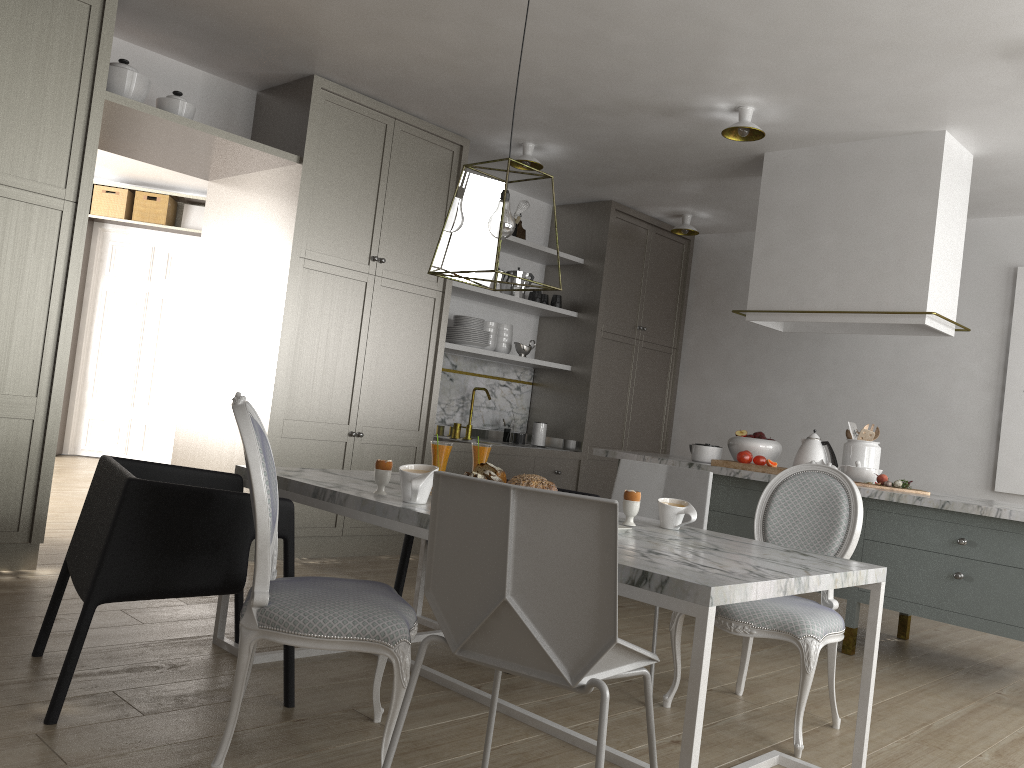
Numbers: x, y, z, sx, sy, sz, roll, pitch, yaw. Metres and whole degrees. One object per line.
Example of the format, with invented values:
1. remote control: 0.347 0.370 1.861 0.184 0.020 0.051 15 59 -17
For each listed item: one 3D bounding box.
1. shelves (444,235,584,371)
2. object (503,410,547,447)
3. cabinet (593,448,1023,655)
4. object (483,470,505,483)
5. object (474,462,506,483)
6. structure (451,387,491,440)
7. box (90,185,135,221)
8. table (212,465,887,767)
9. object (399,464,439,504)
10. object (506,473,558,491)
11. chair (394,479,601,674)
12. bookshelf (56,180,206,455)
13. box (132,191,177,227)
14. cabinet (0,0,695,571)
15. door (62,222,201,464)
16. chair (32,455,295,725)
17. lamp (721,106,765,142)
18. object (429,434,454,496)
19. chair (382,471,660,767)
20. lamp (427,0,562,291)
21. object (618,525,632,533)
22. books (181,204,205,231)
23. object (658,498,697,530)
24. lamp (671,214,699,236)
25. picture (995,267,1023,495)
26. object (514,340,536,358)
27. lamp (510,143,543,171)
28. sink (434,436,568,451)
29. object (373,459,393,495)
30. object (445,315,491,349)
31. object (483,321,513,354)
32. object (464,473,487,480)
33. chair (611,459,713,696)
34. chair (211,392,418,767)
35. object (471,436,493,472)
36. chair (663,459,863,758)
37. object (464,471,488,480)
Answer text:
1. shelves: -0.133 -0.559 5.762 0.352 0.775 1.339 5 -2 44
2. object: 0.085 0.294 5.997 0.307 0.229 0.144 7 -2 -3
3. cabinet: 1.539 0.825 4.250 2.360 0.721 0.870 5 -2 44
4. object: -0.054 0.300 2.726 0.079 0.067 0.074 6 -2 16
5. object: -0.069 0.292 2.816 0.086 0.087 0.090 6 -2 21
6. structure: -0.267 0.188 5.734 0.167 0.347 0.195 8 -2 -38
7. box: -3.510 -1.578 7.834 0.282 0.260 0.282 7 -2 -6
8. table: -0.002 0.659 2.589 1.781 0.583 0.870 5 -2 44
9. object: -0.250 0.277 2.430 0.110 0.105 0.170 8 -2 -26
10. object: 0.059 0.308 2.650 0.157 0.075 0.151 7 -2 -10
11. chair: -0.035 0.677 3.351 0.569 0.597 0.609 6 -2 34
12. bookshelf: -3.264 -0.505 7.886 3.513 2.402 0.300 7 -2 -9
13. box: -3.167 -1.534 7.871 0.282 0.260 0.282 7 -2 -6
14. cabinet: -0.945 -0.276 5.111 0.947 2.377 5.433 5 -2 44
15. door: -3.301 -0.344 7.996 1.137 2.082 0.068 7 -2 -9
16. chair: -0.953 0.538 2.491 0.609 0.597 0.569 8 -2 -31
17. lamp: 1.067 -1.200 4.069 0.197 0.130 0.197 7 -2 -11
18. object: -0.221 0.246 2.688 0.071 0.188 0.071 8 -2 -26
19. chair: 0.056 0.560 1.684 0.470 0.745 0.439 6 -2 29
20. lamp: 0.011 -0.873 2.843 0.584 1.108 0.584 8 -2 -31
21. object: 0.177 0.371 2.350 0.212 0.014 0.212 5 -2 43
22. books: -2.866 -1.490 7.989 0.195 0.242 0.042 7 -2 -11
23. object: 0.484 0.381 2.569 0.138 0.085 0.089 6 -2 39
24. lamp: 1.215 -1.115 6.202 0.197 0.130 0.197 8 -2 -41
25. picture: 3.443 0.021 4.636 1.545 1.315 0.039 5 -2 44
26. object: 0.084 -0.237 5.913 0.102 0.135 0.210 6 -2 36
27. lamp: 0.086 -1.290 5.014 0.197 0.130 0.197 7 -2 -11
28. sink: -0.094 0.468 5.736 0.475 0.174 0.877 5 -2 44
29. object: -0.370 0.264 2.535 0.050 0.101 0.050 5 -2 40
30. object: -0.281 -0.322 5.593 0.300 0.195 0.306 5 -2 40
31. object: -0.120 -0.303 5.908 0.149 0.216 0.309 6 -2 37
32. object: -0.109 0.299 2.714 0.083 0.055 0.073 6 -2 20
33. chair: 0.416 0.647 3.075 0.470 0.745 0.439 6 -2 34
34. chair: -0.462 0.461 2.117 0.505 0.833 0.480 7 -2 -14
35. object: -0.108 0.267 2.925 0.071 0.188 0.071 8 -2 -26
36. chair: 0.826 0.639 2.805 0.480 0.833 0.505 5 -2 41
37. object: -0.110 0.298 2.743 0.083 0.057 0.072 6 -2 20
